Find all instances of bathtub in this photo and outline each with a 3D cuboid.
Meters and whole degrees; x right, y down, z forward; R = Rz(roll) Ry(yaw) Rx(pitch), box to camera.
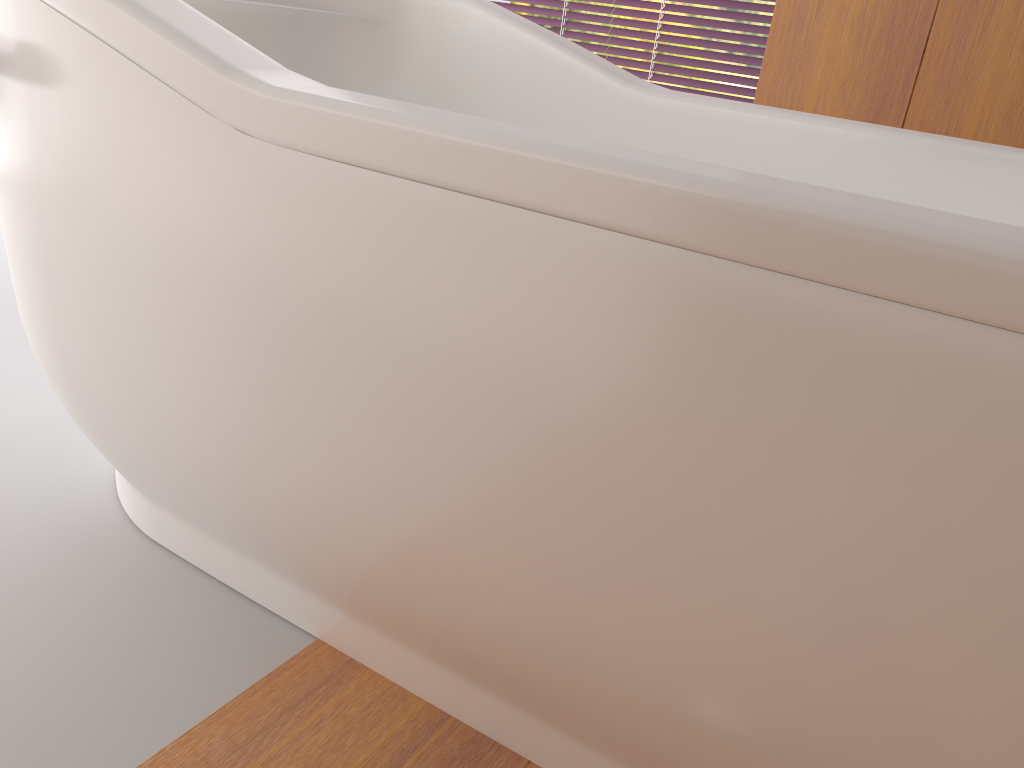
[{"bbox_3d":[0.186,-0.164,1.032,1.874,0.900,0.888,20,25,27],"label":"bathtub"}]

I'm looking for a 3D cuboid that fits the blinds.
[{"bbox_3d":[1.613,-1.263,2.625,4.712,2.022,0.032,20,25,27],"label":"blinds"}]
